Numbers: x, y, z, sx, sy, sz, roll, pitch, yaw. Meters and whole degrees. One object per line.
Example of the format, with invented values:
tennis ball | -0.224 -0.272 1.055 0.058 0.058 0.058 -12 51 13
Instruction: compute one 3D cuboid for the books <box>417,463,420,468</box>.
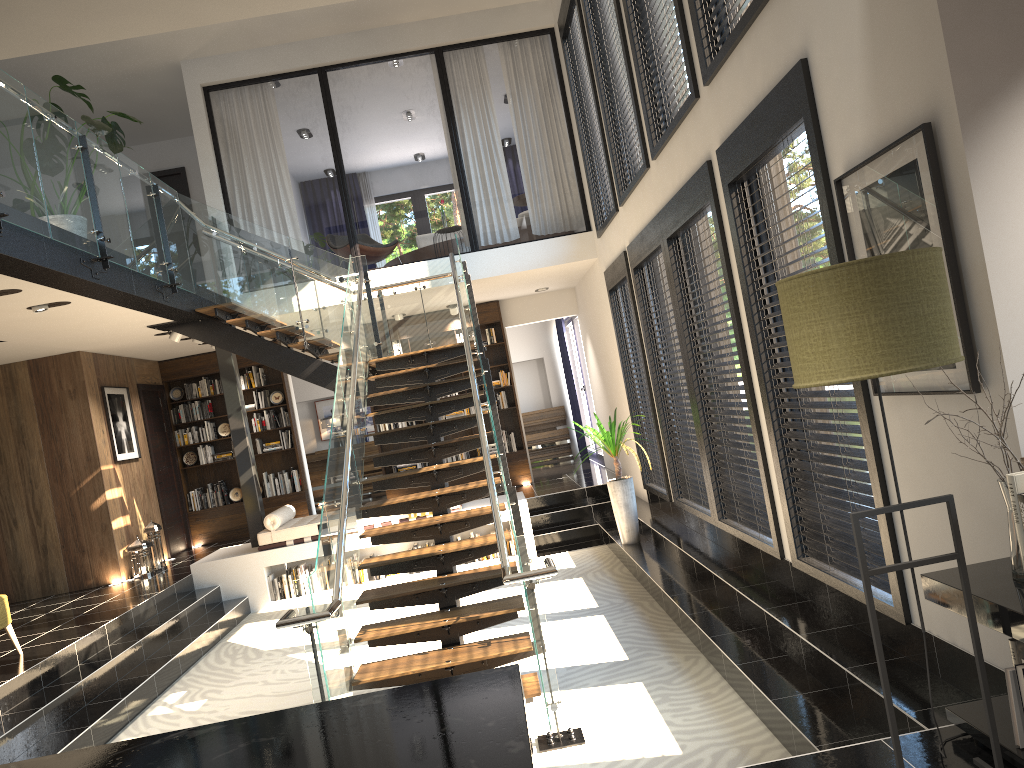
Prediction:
books | -1.369 1.089 12.832 0.030 0.284 0.177 -10 0 -2

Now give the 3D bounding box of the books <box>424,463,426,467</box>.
books | -1.271 1.108 12.870 0.023 0.212 0.123 -10 0 -2

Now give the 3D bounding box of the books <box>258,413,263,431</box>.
books | -3.587 0.547 12.720 0.021 0.253 0.167 -10 0 -2

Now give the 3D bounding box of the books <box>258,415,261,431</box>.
books | -3.604 0.550 12.728 0.014 0.253 0.169 -10 0 -2

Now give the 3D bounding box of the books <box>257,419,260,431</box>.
books | -3.618 0.590 12.734 0.028 0.180 0.130 -10 0 -2

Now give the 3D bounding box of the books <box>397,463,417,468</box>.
books | -1.522 1.170 12.841 0.287 0.030 0.176 -10 -1 -4

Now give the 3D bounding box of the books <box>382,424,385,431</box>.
books | -1.860 0.580 12.810 0.028 0.199 0.175 -10 0 -2

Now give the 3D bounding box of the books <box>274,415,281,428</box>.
books | -3.359 0.534 12.758 0.060 0.196 0.119 -10 0 -2

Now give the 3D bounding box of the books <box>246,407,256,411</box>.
books | -3.811 0.377 12.801 0.239 0.033 0.176 -10 -1 -5

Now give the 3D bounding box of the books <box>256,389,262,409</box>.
books | -3.639 0.216 12.764 0.049 0.286 0.259 -10 0 -2

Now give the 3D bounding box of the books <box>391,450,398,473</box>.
books | -1.697 1.121 12.807 0.028 0.340 0.203 -10 0 -2

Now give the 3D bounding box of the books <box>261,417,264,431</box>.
books | -3.560 0.569 12.743 0.026 0.200 0.154 -10 0 -2

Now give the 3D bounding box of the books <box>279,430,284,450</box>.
books | -3.297 0.803 12.765 0.014 0.279 0.202 -10 0 -2

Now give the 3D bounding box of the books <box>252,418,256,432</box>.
books | -3.695 0.589 12.752 0.033 0.211 0.132 -10 0 -2

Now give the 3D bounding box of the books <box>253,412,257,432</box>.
books | -3.672 0.549 12.746 0.025 0.280 0.145 -10 0 -2

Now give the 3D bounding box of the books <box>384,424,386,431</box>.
books | -1.839 0.553 12.830 0.023 0.245 0.159 -10 0 -2

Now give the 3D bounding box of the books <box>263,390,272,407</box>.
books | -3.524 0.213 12.772 0.035 0.251 0.196 -10 0 -2

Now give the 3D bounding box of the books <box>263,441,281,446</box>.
books | -3.447 0.858 12.788 0.239 0.031 0.146 -10 -1 -2

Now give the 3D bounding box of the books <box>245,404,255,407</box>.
books | -3.822 0.321 12.797 0.264 0.021 0.189 -10 -1 -4

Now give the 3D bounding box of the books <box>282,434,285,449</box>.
books | -3.274 0.826 12.789 0.024 0.226 0.141 -10 0 -2

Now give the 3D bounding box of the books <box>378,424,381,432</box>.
books | -1.920 0.572 12.844 0.028 0.237 0.134 -10 0 -2

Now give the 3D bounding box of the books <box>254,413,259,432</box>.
books | -3.649 0.549 12.728 0.019 0.272 0.175 -10 0 -2

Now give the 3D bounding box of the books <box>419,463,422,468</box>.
books | -1.341 1.071 12.851 0.031 0.310 0.169 -10 0 -2

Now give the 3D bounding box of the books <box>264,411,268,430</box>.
books | -3.514 0.519 12.737 0.020 0.281 0.153 -10 0 -2

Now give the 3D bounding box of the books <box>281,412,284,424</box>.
books | -3.282 0.478 12.748 0.018 0.278 0.114 -10 0 -2

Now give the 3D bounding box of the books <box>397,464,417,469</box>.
books | -1.518 1.198 12.855 0.271 0.025 0.156 -10 -1 -1

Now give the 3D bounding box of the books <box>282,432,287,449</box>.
books | -3.256 0.812 12.756 0.014 0.246 0.192 -10 0 -2

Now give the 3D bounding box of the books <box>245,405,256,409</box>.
books | -3.817 0.345 12.788 0.266 0.030 0.209 -10 -1 -1

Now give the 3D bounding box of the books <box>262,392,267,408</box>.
books | -3.563 0.227 12.786 0.047 0.238 0.225 -10 -1 -2

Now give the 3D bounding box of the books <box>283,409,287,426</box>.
books | -3.245 0.488 12.753 0.018 0.246 0.144 -10 0 -2

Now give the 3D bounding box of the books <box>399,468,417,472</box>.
books | -1.509 1.246 12.859 0.247 0.026 0.148 -10 -1 -3

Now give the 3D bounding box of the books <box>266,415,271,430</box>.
books | -3.484 0.545 12.727 0.027 0.219 0.139 -10 0 -2

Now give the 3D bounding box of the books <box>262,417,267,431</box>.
books | -3.530 0.566 12.715 0.032 0.195 0.183 -10 0 -2

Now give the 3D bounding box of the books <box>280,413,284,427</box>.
books | -3.294 0.515 12.732 0.020 0.209 0.147 -10 0 -2

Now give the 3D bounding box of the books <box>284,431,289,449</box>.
books | -3.233 0.803 12.799 0.038 0.257 0.138 -10 0 -2

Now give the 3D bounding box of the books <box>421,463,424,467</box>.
books | -1.307 1.069 12.848 0.036 0.302 0.186 -10 0 -2

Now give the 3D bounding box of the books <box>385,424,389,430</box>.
books | -1.815 0.541 12.813 0.029 0.258 0.181 -10 0 -2

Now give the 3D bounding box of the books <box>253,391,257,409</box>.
books | -3.673 0.233 12.779 0.023 0.264 0.219 -10 0 -2

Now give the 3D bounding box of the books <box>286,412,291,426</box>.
books | -3.196 0.504 12.731 0.026 0.196 0.170 -10 0 -2

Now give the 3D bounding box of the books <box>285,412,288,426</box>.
books | -3.221 0.507 12.746 0.023 0.200 0.121 -10 0 -2

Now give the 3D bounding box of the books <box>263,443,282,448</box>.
books | -3.442 0.882 12.779 0.266 0.019 0.157 -10 -1 0

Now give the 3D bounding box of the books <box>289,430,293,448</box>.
books | -3.175 0.793 12.749 0.047 0.253 0.210 -10 0 -2

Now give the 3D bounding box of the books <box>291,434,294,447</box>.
books | -3.138 0.812 12.780 0.021 0.204 0.169 -10 0 -2

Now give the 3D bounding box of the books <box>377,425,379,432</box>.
books | -1.945 0.582 12.838 0.025 0.227 0.156 -10 0 -2

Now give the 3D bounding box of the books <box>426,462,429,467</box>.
books | -1.226 1.077 12.855 0.075 0.254 0.181 -10 0 -2

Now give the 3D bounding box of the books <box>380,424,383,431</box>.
books | -1.895 0.544 12.811 0.028 0.282 0.169 -10 0 -2

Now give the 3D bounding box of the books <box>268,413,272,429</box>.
books | -3.459 0.531 12.751 0.030 0.239 0.146 -10 0 -2

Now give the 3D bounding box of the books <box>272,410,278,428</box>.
books | -3.402 0.508 12.731 0.016 0.262 0.155 -10 0 -2

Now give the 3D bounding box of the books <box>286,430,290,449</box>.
books | -3.207 0.792 12.753 0.013 0.267 0.177 -10 0 -2

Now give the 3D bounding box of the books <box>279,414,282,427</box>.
books | -3.316 0.529 12.750 0.026 0.190 0.121 -10 0 -2

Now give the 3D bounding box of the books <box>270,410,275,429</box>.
books | -3.429 0.506 12.736 0.037 0.277 0.179 -10 0 -2

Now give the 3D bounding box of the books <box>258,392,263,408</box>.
books | -3.598 0.234 12.767 0.025 0.235 0.232 -10 -1 -2

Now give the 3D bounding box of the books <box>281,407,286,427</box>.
books | -3.264 0.475 12.730 0.016 0.278 0.202 -10 0 -2

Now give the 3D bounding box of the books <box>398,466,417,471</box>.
books | -1.513 1.222 12.843 0.258 0.024 0.167 -10 -1 -1

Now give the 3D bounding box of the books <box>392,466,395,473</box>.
books | -1.719 1.161 12.851 0.025 0.270 0.156 -10 0 -2
